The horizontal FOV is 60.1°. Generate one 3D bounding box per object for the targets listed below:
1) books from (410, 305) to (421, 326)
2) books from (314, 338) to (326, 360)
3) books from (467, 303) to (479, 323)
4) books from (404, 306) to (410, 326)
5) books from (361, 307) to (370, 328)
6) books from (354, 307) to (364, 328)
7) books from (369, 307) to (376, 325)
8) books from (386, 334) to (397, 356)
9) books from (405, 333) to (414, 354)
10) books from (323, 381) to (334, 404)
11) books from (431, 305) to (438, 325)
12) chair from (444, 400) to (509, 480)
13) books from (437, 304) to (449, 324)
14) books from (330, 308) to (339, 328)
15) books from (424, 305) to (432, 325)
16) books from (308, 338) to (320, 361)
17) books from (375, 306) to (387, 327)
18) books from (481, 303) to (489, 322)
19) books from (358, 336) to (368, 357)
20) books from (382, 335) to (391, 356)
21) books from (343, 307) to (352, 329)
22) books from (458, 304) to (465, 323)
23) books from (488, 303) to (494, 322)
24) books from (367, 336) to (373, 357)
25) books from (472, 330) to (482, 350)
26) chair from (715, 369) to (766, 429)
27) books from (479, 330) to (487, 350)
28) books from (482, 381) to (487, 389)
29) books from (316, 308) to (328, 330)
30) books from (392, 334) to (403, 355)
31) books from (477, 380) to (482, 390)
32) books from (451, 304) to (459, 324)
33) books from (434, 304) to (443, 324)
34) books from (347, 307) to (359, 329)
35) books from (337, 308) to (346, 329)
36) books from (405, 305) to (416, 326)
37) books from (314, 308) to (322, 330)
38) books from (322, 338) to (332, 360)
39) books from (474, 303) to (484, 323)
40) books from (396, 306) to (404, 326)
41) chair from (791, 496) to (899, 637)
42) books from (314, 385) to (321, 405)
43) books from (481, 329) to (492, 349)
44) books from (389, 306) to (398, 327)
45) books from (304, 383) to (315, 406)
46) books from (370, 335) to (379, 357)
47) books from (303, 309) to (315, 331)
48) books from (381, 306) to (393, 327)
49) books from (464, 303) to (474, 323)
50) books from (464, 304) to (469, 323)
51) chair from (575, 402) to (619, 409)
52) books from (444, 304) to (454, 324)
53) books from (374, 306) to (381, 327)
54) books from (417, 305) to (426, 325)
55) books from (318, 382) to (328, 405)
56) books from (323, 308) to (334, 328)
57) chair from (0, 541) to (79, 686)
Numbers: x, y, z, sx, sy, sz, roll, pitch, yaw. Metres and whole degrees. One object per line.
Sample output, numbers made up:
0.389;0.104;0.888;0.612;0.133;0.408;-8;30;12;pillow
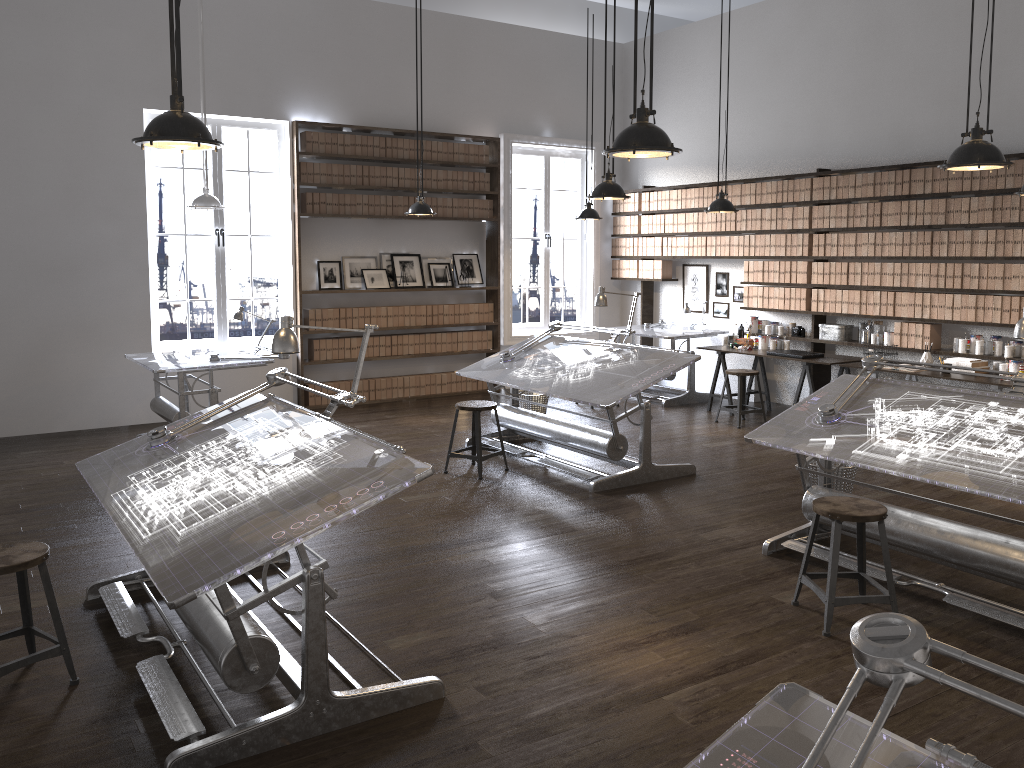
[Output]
-1.107;-0.785;10.138;0.067;0.225;0.175;-4;7;-33;books
-2.069;-0.376;9.547;0.067;0.224;0.175;-4;7;-33;books
-0.467;-0.845;10.553;0.067;0.225;0.175;-4;7;-33;books
-1.231;-0.774;10.062;0.067;0.224;0.175;-4;7;-33;books
-1.635;-0.737;9.805;0.067;0.224;0.175;-4;7;-33;books
-1.694;-0.731;9.767;0.067;0.224;0.175;-4;7;-33;books
-1.575;-0.741;9.837;0.067;0.225;0.175;-4;7;-33;books
-1.365;-0.442;10.003;0.067;0.225;0.175;-4;7;-33;books
-1.188;-0.459;10.120;0.067;0.224;0.175;-4;7;-33;books
-2.004;0.095;9.638;0.067;0.224;0.175;-4;7;-33;books
-0.929;-0.802;10.254;0.067;0.225;0.175;-4;7;-33;books
-0.266;0.409;6.656;0.359;0.525;0.373;4;8;35;chair
-0.807;-0.813;10.334;0.067;0.224;0.175;-4;7;-33;books
-1.939;-0.708;9.609;0.067;0.224;0.175;-4;7;-33;books
-0.994;-0.797;10.219;0.067;0.224;0.175;-4;7;-33;books
-2.129;-0.370;9.508;0.067;0.225;0.175;-4;7;-33;books
-1.468;-0.752;9.910;0.067;0.224;0.175;-4;7;-33;books
-0.352;-0.857;10.634;0.067;0.224;0.175;-4;7;-33;books
-1.662;-0.414;9.810;0.067;0.225;0.175;-4;7;-33;books
-1.431;-0.437;9.967;0.067;0.224;0.175;-4;7;-33;books
-1.814;-0.720;9.690;0.067;0.224;0.175;-4;7;-33;books
-0.631;-0.829;10.446;0.067;0.225;0.175;-4;7;-33;books
-0.294;-0.861;10.664;0.067;0.225;0.175;-4;7;-33;books
-1.609;-0.420;9.851;0.067;0.224;0.175;-4;7;-33;books
-0.433;-0.530;10.611;0.067;0.224;0.175;-4;7;-33;books
2.219;0.134;8.556;0.358;0.525;0.373;-3;7;-24;chair
-0.373;-0.535;10.649;0.067;0.224;0.175;-4;7;-33;books
-0.369;-0.058;10.697;0.067;0.224;0.175;-4;7;-33;books
-2.043;-0.698;9.534;0.067;0.225;0.175;-4;7;-33;books
-1.306;-0.448;10.048;0.067;0.224;0.175;-4;7;-33;books
-0.428;-0.052;10.653;0.067;0.225;0.175;-4;7;-33;books
-0.690;-0.825;10.415;0.067;0.224;0.175;-4;7;-33;books
-0.869;-0.808;10.300;0.067;0.224;0.175;-4;7;-33;books
-1.751;-0.725;9.725;0.067;0.224;0.175;-4;7;-33;books
-1.873;-0.714;9.645;0.067;0.225;0.175;-4;7;-33;books
-1.168;-0.779;10.099;0.067;0.224;0.175;-4;7;-33;books
-2.104;-0.692;9.495;0.067;0.224;0.175;-4;7;-33;books
-2.010;-0.382;9.589;0.067;0.224;0.175;-4;7;-33;books
-0.410;-0.851;10.595;0.067;0.224;0.175;-4;7;-33;books
-1.291;-0.769;10.028;0.067;0.224;0.175;-4;7;-33;books
1.499;0.802;3.960;0.358;0.525;0.374;0;6;-5;chair
-2.125;0.106;9.562;0.067;0.224;0.175;-4;7;-33;books
-0.312;-0.540;10.684;0.067;0.224;0.175;-4;7;-33;books
-1.349;-0.763;9.989;0.067;0.224;0.175;-4;7;-33;books
-2.184;0.111;9.526;0.067;0.224;0.175;-4;7;-33;books
-1.550;-0.425;9.890;0.067;0.224;0.175;-4;7;-33;books
-2.166;-0.687;9.459;0.067;0.224;0.175;-4;7;-33;books
-1.406;-0.757;9.947;0.067;0.225;0.175;-4;7;-33;books
-0.524;-0.840;10.519;0.067;0.224;0.175;-4;7;-33;books
-0.577;-0.835;10.486;0.067;0.224;0.175;-4;7;-33;books
0.931;-0.023;9.636;0.358;0.525;0.373;-3;7;-24;chair
-0.750;-0.819;10.376;0.067;0.224;0.175;-4;7;-33;books
-1.521;-0.747;9.877;0.067;0.224;0.175;-4;7;-33;books
-1.057;-0.790;10.176;0.067;0.224;0.175;-4;7;-33;books
-2.064;0.101;9.597;0.067;0.225;0.175;-4;7;-33;books
-1.992;-0.703;9.572;0.067;0.224;0.175;-4;7;-33;books
-1.893;0.894;3.313;0.359;0.525;0.373;4;8;35;chair
